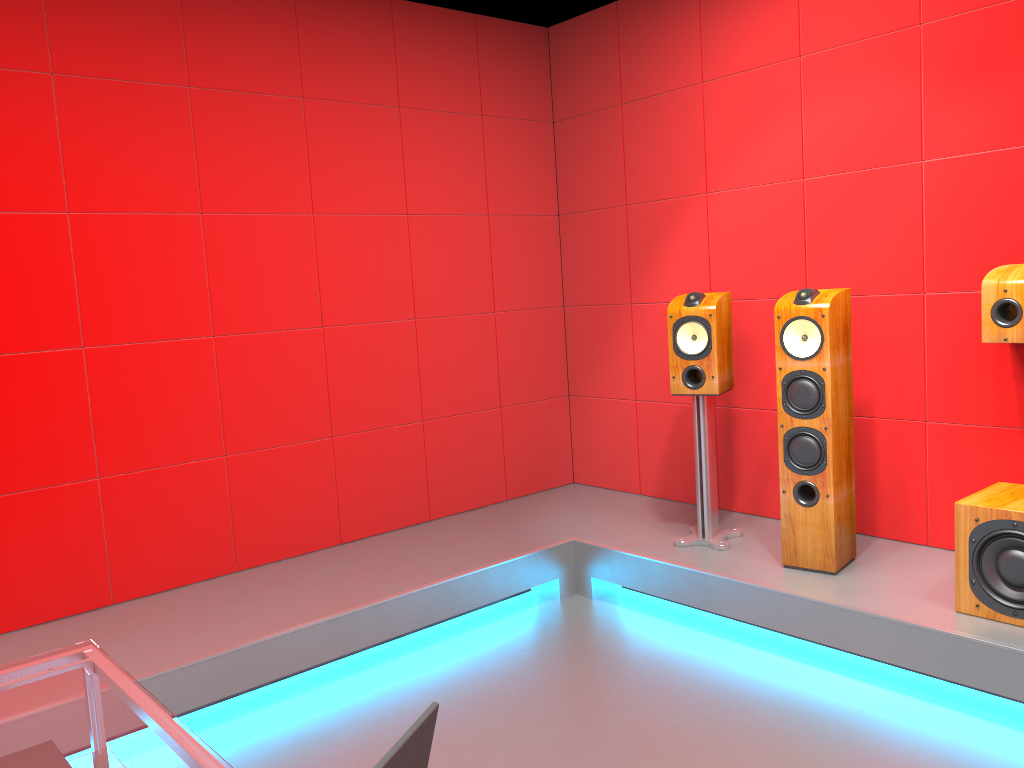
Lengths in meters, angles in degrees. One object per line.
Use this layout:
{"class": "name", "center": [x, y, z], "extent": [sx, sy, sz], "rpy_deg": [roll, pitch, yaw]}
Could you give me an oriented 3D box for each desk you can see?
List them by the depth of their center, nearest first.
{"class": "desk", "center": [-0.590, 0.945, 1.166], "extent": [0.594, 0.690, 1.617], "rpy_deg": [-9, 8, -40]}

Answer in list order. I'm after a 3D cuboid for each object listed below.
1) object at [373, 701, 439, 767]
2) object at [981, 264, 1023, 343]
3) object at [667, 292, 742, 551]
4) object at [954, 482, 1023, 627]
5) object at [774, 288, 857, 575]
{"class": "object", "center": [-0.278, 0.476, 0.777], "extent": [0.340, 0.285, 0.342], "rpy_deg": [-1, 7, 20]}
{"class": "object", "center": [1.853, -0.278, 2.922], "extent": [0.235, 0.271, 0.493], "rpy_deg": [-9, 8, -40]}
{"class": "object", "center": [0.808, 0.142, 3.732], "extent": [0.231, 1.058, 0.265], "rpy_deg": [0, 7, 30]}
{"class": "object", "center": [1.656, 0.540, 2.798], "extent": [0.360, 0.360, 0.360], "rpy_deg": [-9, 8, -40]}
{"class": "object", "center": [1.143, 0.166, 3.340], "extent": [0.203, 1.052, 0.238], "rpy_deg": [1, 8, 40]}
